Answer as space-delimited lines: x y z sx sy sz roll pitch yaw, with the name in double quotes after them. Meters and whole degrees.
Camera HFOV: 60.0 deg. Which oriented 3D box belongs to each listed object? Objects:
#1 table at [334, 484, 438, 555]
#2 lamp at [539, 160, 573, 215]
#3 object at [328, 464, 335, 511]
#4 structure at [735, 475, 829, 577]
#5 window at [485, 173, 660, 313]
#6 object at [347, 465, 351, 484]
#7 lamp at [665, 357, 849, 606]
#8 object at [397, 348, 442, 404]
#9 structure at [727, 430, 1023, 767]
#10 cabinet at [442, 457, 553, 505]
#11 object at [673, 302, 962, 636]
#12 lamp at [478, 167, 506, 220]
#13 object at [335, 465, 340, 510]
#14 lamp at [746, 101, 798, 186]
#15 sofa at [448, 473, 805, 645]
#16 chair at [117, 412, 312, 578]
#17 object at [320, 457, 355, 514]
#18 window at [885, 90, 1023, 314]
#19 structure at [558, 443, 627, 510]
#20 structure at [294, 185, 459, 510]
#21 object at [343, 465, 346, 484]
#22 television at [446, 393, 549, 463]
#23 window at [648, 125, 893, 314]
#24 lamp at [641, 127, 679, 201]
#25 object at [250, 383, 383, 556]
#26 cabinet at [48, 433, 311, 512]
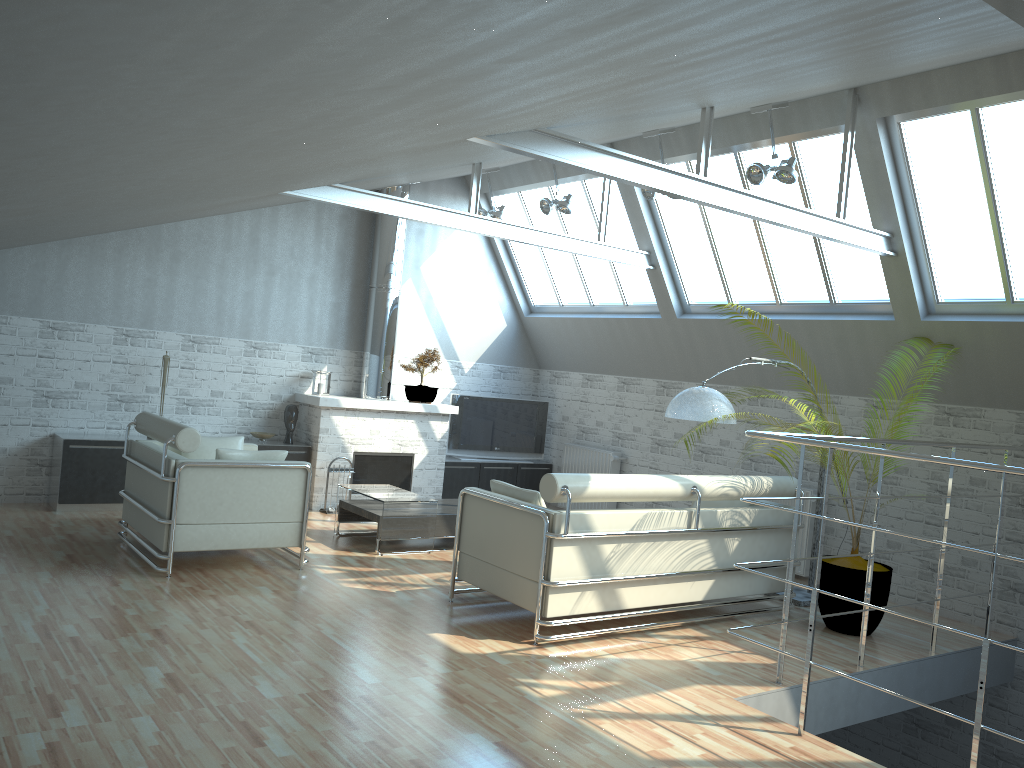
-2.192 2.295 15.254 1.015 0.867 1.726 5 1 -36 "table"
0.807 -3.866 17.043 0.619 1.172 0.808 5 1 -32 "lamp"
-3.563 2.069 17.677 0.131 0.916 0.146 5 1 -36 "object"
4.826 2.566 16.184 0.508 1.524 1.892 5 1 -36 "structure"
1.353 -3.045 19.567 1.897 2.787 4.651 5 1 -36 "window"
-3.313 2.068 17.935 0.026 0.873 0.155 5 1 -35 "object"
4.182 1.512 13.682 4.621 3.709 1.015 5 1 -30 "lamp"
-2.047 -0.221 19.508 1.115 1.265 0.572 5 1 -32 "object"
6.391 2.258 8.946 6.483 2.781 5.366 5 1 -36 "structure"
-0.604 2.319 21.171 3.234 1.016 0.908 5 1 -36 "cabinet"
4.159 1.191 12.648 3.777 4.386 5.015 6 1 29 "object"
-0.491 -4.013 18.827 0.619 1.172 0.808 5 1 -32 "lamp"
-3.452 2.087 17.765 0.145 0.932 0.065 6 1 35 "object"
3.775 -3.530 12.966 0.619 1.172 0.808 5 1 -32 "lamp"
1.762 2.162 12.553 4.866 1.999 2.199 5 1 -36 "sofa"
-4.453 1.555 13.306 2.201 2.001 2.507 5 1 -36 "chair"
-3.489 2.027 17.908 0.584 1.124 0.412 5 1 -36 "object"
7.319 -2.369 11.371 1.897 2.787 4.651 5 1 -36 "window"
1.810 2.224 20.327 0.508 1.524 1.892 5 1 -36 "structure"
-2.757 -0.955 19.133 3.302 7.180 1.309 5 1 -36 "structure"
-3.403 2.051 17.867 0.025 0.855 0.025 5 1 -14 "object"
-0.373 1.069 21.156 2.577 1.514 0.592 5 1 -26 "television"
4.336 -2.707 15.469 1.897 2.787 4.651 5 1 -36 "window"
2.466 -3.678 14.764 0.618 1.172 0.808 5 1 -32 "lamp"
-3.288 1.349 16.323 1.528 2.558 4.859 5 1 -37 "object"
-6.227 1.705 17.013 4.572 1.270 0.914 5 1 -36 "cabinet"
